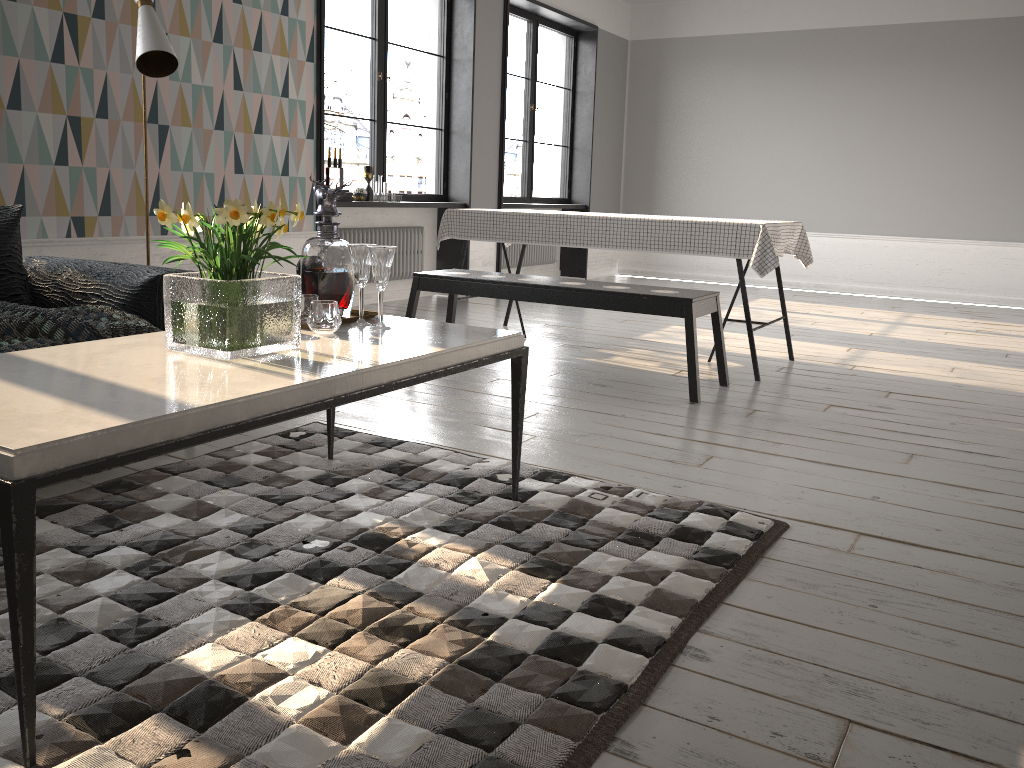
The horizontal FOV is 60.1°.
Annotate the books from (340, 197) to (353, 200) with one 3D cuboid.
[{"bbox_3d":[-1.262,-1.291,6.139,0.184,0.019,0.273,9,14,29],"label":"books"}]

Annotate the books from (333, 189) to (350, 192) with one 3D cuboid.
[{"bbox_3d":[-1.229,-1.344,6.154,0.124,0.016,0.155,9,14,31],"label":"books"}]

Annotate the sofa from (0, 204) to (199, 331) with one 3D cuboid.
[{"bbox_3d":[-2.017,-0.074,2.368,0.974,0.789,2.359,8,13,29],"label":"sofa"}]

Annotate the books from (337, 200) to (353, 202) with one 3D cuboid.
[{"bbox_3d":[-1.257,-1.275,6.136,0.162,0.011,0.270,10,14,32],"label":"books"}]

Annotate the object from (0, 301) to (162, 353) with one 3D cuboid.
[{"bbox_3d":[-1.459,-0.111,2.742,0.492,0.325,0.672,7,13,25],"label":"object"}]

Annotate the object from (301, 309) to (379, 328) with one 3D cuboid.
[{"bbox_3d":[-0.569,-0.195,2.548,0.247,0.015,0.320,9,14,29],"label":"object"}]

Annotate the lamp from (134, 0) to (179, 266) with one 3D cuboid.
[{"bbox_3d":[-1.691,-0.898,4.065,1.251,1.685,0.685,7,10,28],"label":"lamp"}]

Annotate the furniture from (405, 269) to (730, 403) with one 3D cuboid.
[{"bbox_3d":[0.228,-0.291,4.477,1.676,0.451,0.469,9,12,30],"label":"furniture"}]

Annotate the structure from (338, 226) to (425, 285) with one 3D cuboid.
[{"bbox_3d":[-1.053,-0.996,6.829,0.149,0.423,1.233,7,13,28],"label":"structure"}]

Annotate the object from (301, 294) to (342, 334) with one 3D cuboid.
[{"bbox_3d":[-0.576,-0.197,2.413,0.279,0.086,0.249,4,12,8],"label":"object"}]

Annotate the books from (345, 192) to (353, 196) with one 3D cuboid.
[{"bbox_3d":[-1.235,-1.325,6.156,0.163,0.021,0.200,9,14,30],"label":"books"}]

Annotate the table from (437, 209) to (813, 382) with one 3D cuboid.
[{"bbox_3d":[0.609,-0.588,5.141,2.033,0.776,0.938,9,13,30],"label":"table"}]

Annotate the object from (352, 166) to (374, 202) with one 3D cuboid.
[{"bbox_3d":[-1.073,-1.450,6.404,0.116,0.254,0.195,10,12,40],"label":"object"}]

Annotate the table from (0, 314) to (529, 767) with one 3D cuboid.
[{"bbox_3d":[-0.645,0.176,2.060,0.735,0.505,1.467,8,13,30],"label":"table"}]

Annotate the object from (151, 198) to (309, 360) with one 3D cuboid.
[{"bbox_3d":[-0.649,-0.251,2.015,0.326,0.347,0.354,8,12,32],"label":"object"}]

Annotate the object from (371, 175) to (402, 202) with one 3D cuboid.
[{"bbox_3d":[-0.956,-1.461,6.625,0.153,0.190,0.270,8,12,30],"label":"object"}]

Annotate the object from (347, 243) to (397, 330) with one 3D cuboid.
[{"bbox_3d":[-0.389,-0.270,2.444,0.168,0.225,0.082,11,12,41],"label":"object"}]

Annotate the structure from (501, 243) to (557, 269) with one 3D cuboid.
[{"bbox_3d":[0.142,-1.387,8.831,0.149,0.423,1.233,7,13,28],"label":"structure"}]

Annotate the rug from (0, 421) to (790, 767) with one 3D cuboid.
[{"bbox_3d":[-0.633,0.470,1.824,1.777,0.034,2.546,9,14,30],"label":"rug"}]

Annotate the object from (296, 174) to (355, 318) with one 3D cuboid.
[{"bbox_3d":[-0.539,-0.403,2.579,0.149,0.413,0.157,-5,12,-40],"label":"object"}]
